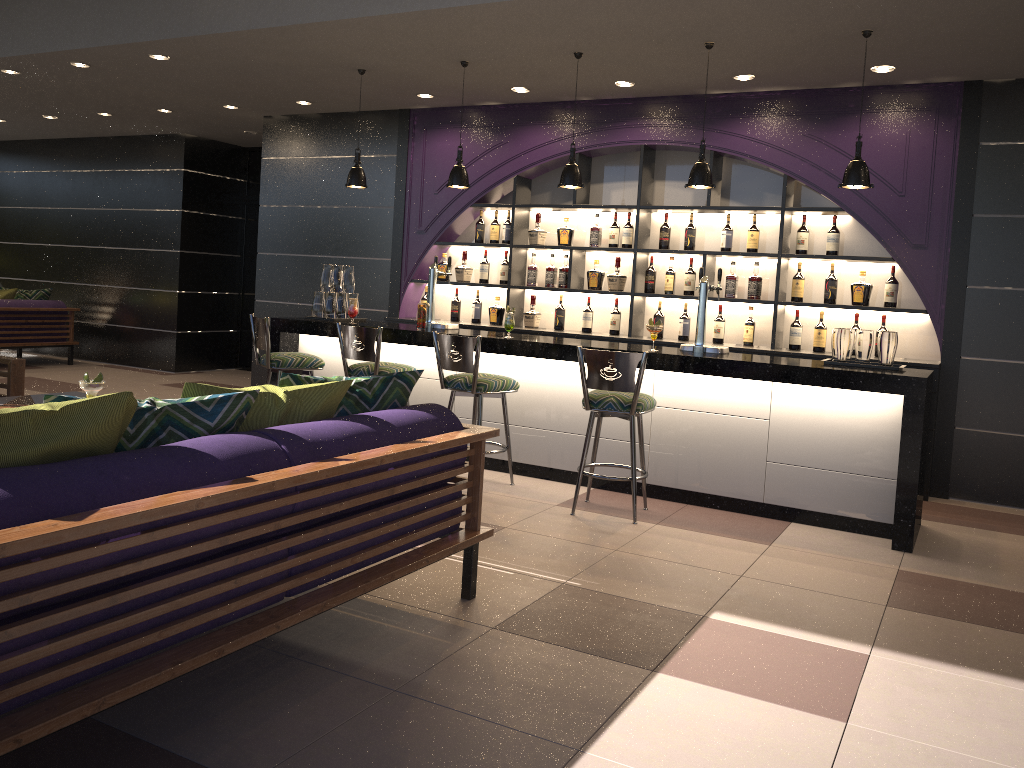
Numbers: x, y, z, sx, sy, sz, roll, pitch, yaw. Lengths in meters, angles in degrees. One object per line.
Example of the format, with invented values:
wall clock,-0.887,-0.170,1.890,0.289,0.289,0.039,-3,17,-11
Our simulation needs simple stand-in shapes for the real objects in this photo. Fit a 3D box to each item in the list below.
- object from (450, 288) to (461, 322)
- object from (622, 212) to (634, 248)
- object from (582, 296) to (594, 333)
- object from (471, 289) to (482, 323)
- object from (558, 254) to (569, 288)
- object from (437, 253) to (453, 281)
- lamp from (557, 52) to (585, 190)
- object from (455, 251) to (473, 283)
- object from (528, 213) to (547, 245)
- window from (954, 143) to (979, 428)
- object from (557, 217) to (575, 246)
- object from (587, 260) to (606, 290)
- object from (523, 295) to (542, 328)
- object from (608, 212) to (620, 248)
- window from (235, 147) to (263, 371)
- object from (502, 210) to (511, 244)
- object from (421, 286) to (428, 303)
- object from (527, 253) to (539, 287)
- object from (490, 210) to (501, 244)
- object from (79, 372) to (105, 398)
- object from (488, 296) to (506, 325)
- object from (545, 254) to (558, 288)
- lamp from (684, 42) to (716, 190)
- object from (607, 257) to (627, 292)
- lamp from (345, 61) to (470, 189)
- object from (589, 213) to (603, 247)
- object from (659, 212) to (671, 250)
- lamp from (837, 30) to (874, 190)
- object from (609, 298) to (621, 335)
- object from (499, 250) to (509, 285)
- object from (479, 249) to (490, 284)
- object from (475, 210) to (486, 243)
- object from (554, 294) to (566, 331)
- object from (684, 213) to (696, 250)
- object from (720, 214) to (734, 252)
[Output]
object,-0.493,-0.701,7.814,0.086,0.298,0.087,3,3,-13
object,0.932,-1.227,7.095,0.086,0.297,0.087,3,3,-13
object,0.618,-0.566,7.199,0.086,0.297,0.087,3,3,-13
object,-0.308,-0.686,7.719,0.087,0.314,0.104,5,4,33
object,0.442,-0.933,7.340,0.083,0.281,0.083,1,4,-42
object,-0.603,-1.035,7.858,0.151,0.247,0.094,5,3,17
lamp,0.407,-1.705,5.736,0.162,0.862,0.163,3,3,-20
object,-0.420,-1.030,7.773,0.124,0.278,0.123,6,4,41
object,0.216,-1.299,7.451,0.124,0.278,0.123,6,4,41
window,1.547,-0.932,8.029,11.568,2.752,1.944,7,5,28
object,0.446,-1.258,7.344,0.151,0.247,0.094,5,3,17
object,0.681,-0.883,7.176,0.152,0.247,0.094,6,4,30
object,0.173,-0.610,7.463,0.123,0.278,0.123,5,4,28
object,0.832,-1.242,7.174,0.086,0.297,0.087,3,3,-13
window,-2.581,-1.460,10.580,1.830,2.753,0.109,5,3,28
object,-0.039,-1.346,7.577,0.087,0.314,0.104,5,4,33
object,-0.776,-0.733,7.965,0.086,0.298,0.087,3,3,-13
object,0.178,-0.963,7.469,0.083,0.281,0.083,4,3,13
object,-0.142,-1.354,7.664,0.086,0.298,0.087,3,3,-13
object,-1.834,0.045,3.860,0.105,0.196,0.106,1,4,-34
object,-0.130,-0.630,7.619,0.152,0.247,0.094,6,4,38
object,0.332,-0.949,7.420,0.083,0.281,0.083,5,3,28
lamp,1.163,-1.615,5.335,0.162,0.862,0.163,3,3,-20
object,0.844,-0.880,7.101,0.124,0.278,0.123,6,4,41
lamp,-0.739,-1.841,6.345,1.083,0.861,0.192,6,4,28
object,0.687,-1.247,7.217,0.083,0.281,0.083,5,3,28
object,1.204,-1.195,6.946,0.086,0.298,0.087,3,3,-13
lamp,1.944,-1.523,4.920,0.162,0.862,0.163,3,3,-20
object,0.833,-0.543,7.109,0.086,0.297,0.087,3,3,-13
object,-0.056,-0.996,7.577,0.086,0.297,0.087,3,3,-13
object,-0.235,-1.014,7.647,0.086,0.297,0.087,3,3,-13
object,-0.276,-1.370,7.731,0.086,0.296,0.087,3,3,-13
object,0.398,-0.592,7.321,0.086,0.296,0.087,3,3,-13
object,1.382,-1.173,6.850,0.086,0.296,0.087,3,3,-13
object,1.633,-1.151,6.719,0.087,0.314,0.104,5,4,33
